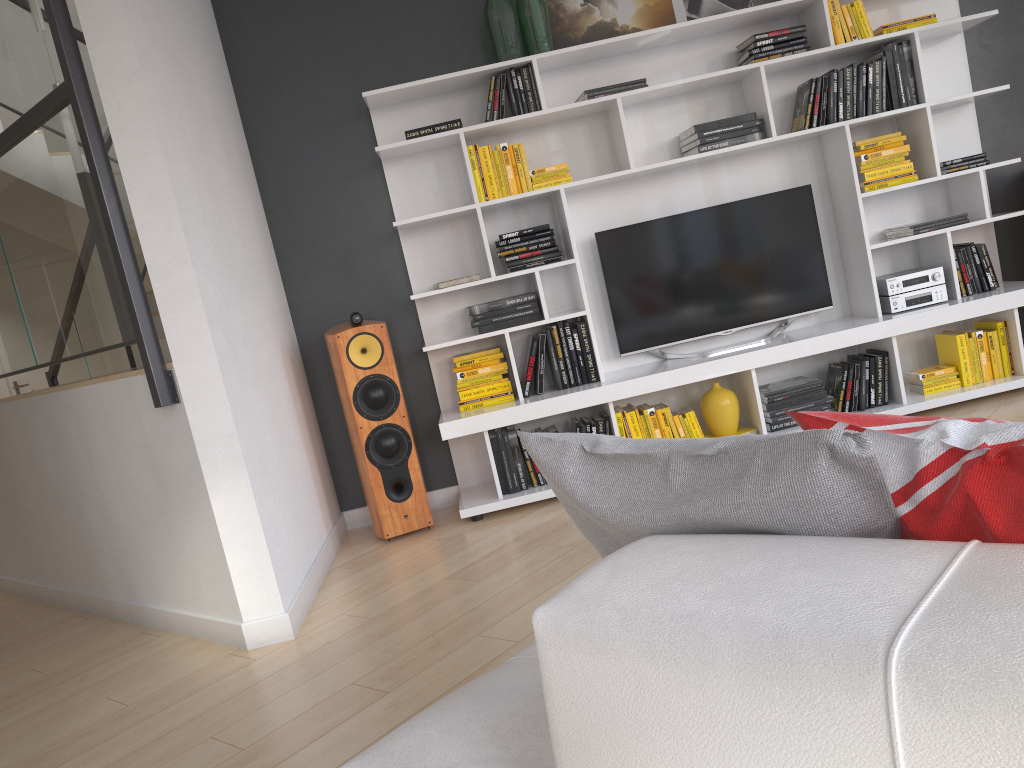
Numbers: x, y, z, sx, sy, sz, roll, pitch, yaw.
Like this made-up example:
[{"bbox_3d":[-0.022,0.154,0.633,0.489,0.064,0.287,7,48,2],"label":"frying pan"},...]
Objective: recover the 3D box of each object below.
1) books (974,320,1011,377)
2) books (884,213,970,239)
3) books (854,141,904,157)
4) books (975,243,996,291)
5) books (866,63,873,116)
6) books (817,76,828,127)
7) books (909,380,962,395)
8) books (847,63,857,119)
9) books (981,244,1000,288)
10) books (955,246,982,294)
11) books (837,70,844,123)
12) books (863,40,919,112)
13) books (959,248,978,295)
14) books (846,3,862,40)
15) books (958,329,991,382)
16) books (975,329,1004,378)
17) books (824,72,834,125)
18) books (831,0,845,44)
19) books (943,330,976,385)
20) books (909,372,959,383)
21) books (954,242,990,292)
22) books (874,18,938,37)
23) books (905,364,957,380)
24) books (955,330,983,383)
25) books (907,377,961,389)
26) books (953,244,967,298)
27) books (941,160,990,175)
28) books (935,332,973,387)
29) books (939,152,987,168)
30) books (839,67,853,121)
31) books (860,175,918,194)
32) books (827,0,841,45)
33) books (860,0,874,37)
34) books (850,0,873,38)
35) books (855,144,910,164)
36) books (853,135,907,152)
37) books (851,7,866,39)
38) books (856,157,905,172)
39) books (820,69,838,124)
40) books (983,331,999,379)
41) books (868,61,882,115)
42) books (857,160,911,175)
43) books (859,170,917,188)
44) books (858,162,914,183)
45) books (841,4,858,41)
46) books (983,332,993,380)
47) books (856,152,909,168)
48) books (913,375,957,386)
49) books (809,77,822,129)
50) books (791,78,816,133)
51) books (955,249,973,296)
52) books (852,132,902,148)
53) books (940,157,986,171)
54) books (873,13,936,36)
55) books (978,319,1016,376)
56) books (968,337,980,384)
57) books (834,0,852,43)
[{"bbox_3d":[2.390,-0.178,4.413,0.029,0.270,0.204,-13,7,-2],"label":"books"},{"bbox_3d":[2.062,-0.787,4.424,0.310,0.047,0.250,-14,7,-6],"label":"books"},{"bbox_3d":[1.801,-1.157,4.391,0.227,0.022,0.160,-11,7,14],"label":"books"},{"bbox_3d":[2.314,-0.580,4.426,0.066,0.242,0.177,-13,7,-2],"label":"books"},{"bbox_3d":[1.699,-1.411,4.307,0.071,0.243,0.179,-13,7,-3],"label":"books"},{"bbox_3d":[1.479,-1.355,4.303,0.081,0.233,0.169,-13,7,-3],"label":"books"},{"bbox_3d":[2.100,0.011,4.404,0.190,0.033,0.147,-13,7,-2],"label":"books"},{"bbox_3d":[1.628,-1.404,4.319,0.066,0.260,0.197,-13,7,-2],"label":"books"},{"bbox_3d":[2.345,-0.587,4.459,0.077,0.233,0.179,-13,7,-2],"label":"books"},{"bbox_3d":[2.256,-0.567,4.420,0.050,0.242,0.169,-13,7,-2],"label":"books"},{"bbox_3d":[1.561,-1.378,4.312,0.068,0.243,0.179,-13,7,-3],"label":"books"},{"bbox_3d":[1.854,-1.485,4.348,0.128,0.321,0.259,-13,7,-2],"label":"books"},{"bbox_3d":[2.235,-0.559,4.428,0.049,0.236,0.170,-13,7,-1],"label":"books"},{"bbox_3d":[1.608,-1.710,4.236,0.044,0.178,0.128,-13,7,-2],"label":"books"},{"bbox_3d":[2.287,-0.144,4.404,0.035,0.250,0.185,-13,7,-2],"label":"books"},{"bbox_3d":[2.366,-0.154,4.409,0.024,0.234,0.172,-13,7,-2],"label":"books"},{"bbox_3d":[1.513,-1.364,4.291,0.069,0.242,0.172,-13,7,-1],"label":"books"},{"bbox_3d":[1.523,-1.716,4.251,0.041,0.224,0.163,-13,7,-3],"label":"books"},{"bbox_3d":[2.221,-0.134,4.406,0.015,0.263,0.199,-13,7,-2],"label":"books"},{"bbox_3d":[2.090,-0.039,4.398,0.187,0.014,0.134,-13,7,-2],"label":"books"},{"bbox_3d":[2.283,-0.580,4.432,0.066,0.255,0.193,-13,7,-2],"label":"books"},{"bbox_3d":[1.890,-1.703,4.297,0.257,0.028,0.194,-12,7,3],"label":"books"},{"bbox_3d":[2.081,-0.059,4.408,0.186,0.026,0.138,-13,7,-2],"label":"books"},{"bbox_3d":[2.260,-0.138,4.405,0.019,0.251,0.180,-13,7,-2],"label":"books"},{"bbox_3d":[2.095,-0.011,4.405,0.196,0.011,0.148,-13,7,-2],"label":"books"},{"bbox_3d":[2.176,-0.564,4.435,0.053,0.268,0.202,-13,7,-2],"label":"books"},{"bbox_3d":[2.199,-1.057,4.357,0.213,0.023,0.161,-13,7,2],"label":"books"},{"bbox_3d":[2.192,-0.125,4.403,0.044,0.255,0.198,-13,7,-2],"label":"books"},{"bbox_3d":[2.191,-1.096,4.370,0.213,0.023,0.161,-13,7,2],"label":"books"},{"bbox_3d":[1.596,-1.392,4.317,0.084,0.249,0.191,-13,7,-2],"label":"books"},{"bbox_3d":[1.840,-0.981,4.388,0.257,0.028,0.194,-12,7,3],"label":"books"},{"bbox_3d":[1.501,-1.711,4.232,0.041,0.229,0.161,-13,7,-3],"label":"books"},{"bbox_3d":[1.670,-1.729,4.249,0.044,0.184,0.142,-13,7,-1],"label":"books"},{"bbox_3d":[1.648,-1.722,4.240,0.064,0.184,0.141,-13,7,-1],"label":"books"},{"bbox_3d":[1.814,-1.132,4.393,0.239,0.033,0.176,-13,7,1],"label":"books"},{"bbox_3d":[1.804,-1.181,4.385,0.223,0.023,0.163,-13,7,2],"label":"books"},{"bbox_3d":[1.629,-1.704,4.226,0.046,0.161,0.108,-13,7,-3],"label":"books"},{"bbox_3d":[1.803,-1.081,4.382,0.217,0.023,0.145,-12,7,2],"label":"books"},{"bbox_3d":[1.533,-1.379,4.317,0.075,0.254,0.192,-13,7,-3],"label":"books"},{"bbox_3d":[2.341,-0.148,4.404,0.024,0.234,0.172,-13,7,-2],"label":"books"},{"bbox_3d":[1.735,-1.423,4.319,0.084,0.249,0.191,-13,7,-2],"label":"books"},{"bbox_3d":[1.815,-1.068,4.404,0.251,0.014,0.189,-13,7,1],"label":"books"},{"bbox_3d":[1.831,-1.006,4.393,0.257,0.024,0.203,-13,7,1],"label":"books"},{"bbox_3d":[1.824,-1.039,4.394,0.243,0.042,0.189,-13,7,-2],"label":"books"},{"bbox_3d":[1.588,-1.707,4.243,0.054,0.180,0.132,-13,7,-2],"label":"books"},{"bbox_3d":[2.316,-0.145,4.407,0.023,0.239,0.169,-13,7,-2],"label":"books"},{"bbox_3d":[1.809,-1.105,4.397,0.239,0.019,0.171,-13,7,-2],"label":"books"},{"bbox_3d":[2.088,-0.021,4.384,0.169,0.018,0.113,-13,7,0],"label":"books"},{"bbox_3d":[1.448,-1.349,4.316,0.096,0.234,0.187,-13,7,-1],"label":"books"},{"bbox_3d":[1.416,-1.341,4.310,0.104,0.234,0.182,-13,7,-2],"label":"books"},{"bbox_3d":[2.211,-0.555,4.434,0.053,0.240,0.189,-13,7,-1],"label":"books"},{"bbox_3d":[1.789,-1.204,4.405,0.223,0.023,0.163,-13,7,2],"label":"books"},{"bbox_3d":[2.194,-1.075,4.357,0.198,0.015,0.142,-13,7,-3],"label":"books"},{"bbox_3d":[1.881,-1.728,4.302,0.257,0.024,0.203,-13,7,1],"label":"books"},{"bbox_3d":[2.416,-0.185,4.423,0.025,0.270,0.213,-13,7,-2],"label":"books"},{"bbox_3d":[2.244,-0.119,4.387,0.024,0.229,0.156,-13,7,-2],"label":"books"},{"bbox_3d":[1.551,-1.724,4.261,0.054,0.224,0.164,-13,7,-3],"label":"books"}]
